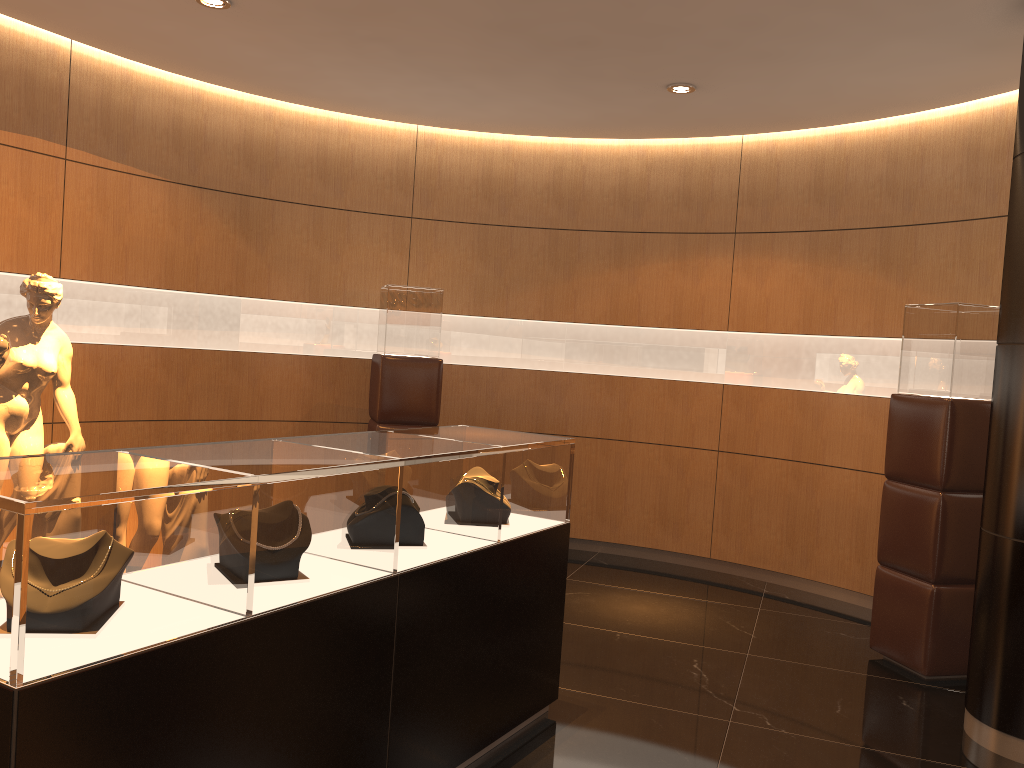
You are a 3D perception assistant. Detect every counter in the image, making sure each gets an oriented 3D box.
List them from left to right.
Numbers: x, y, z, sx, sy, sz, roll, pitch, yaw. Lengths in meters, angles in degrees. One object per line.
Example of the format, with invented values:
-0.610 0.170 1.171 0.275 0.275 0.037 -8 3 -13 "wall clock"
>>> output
-0.641 0.800 3.013 0.615 1.173 2.514 5 2 30 "counter"

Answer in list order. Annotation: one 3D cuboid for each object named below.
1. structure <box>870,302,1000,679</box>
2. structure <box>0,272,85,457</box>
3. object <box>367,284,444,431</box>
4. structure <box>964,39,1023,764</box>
2.385 0.573 4.889 0.484 2.000 0.498 3 2 -16 "structure"
-2.717 0.307 4.859 0.477 1.836 0.733 5 2 19 "structure"
-0.807 0.292 6.546 0.484 2.000 0.498 3 2 -16 "object"
2.476 -0.101 3.903 0.613 3.430 0.613 5 3 34 "structure"
